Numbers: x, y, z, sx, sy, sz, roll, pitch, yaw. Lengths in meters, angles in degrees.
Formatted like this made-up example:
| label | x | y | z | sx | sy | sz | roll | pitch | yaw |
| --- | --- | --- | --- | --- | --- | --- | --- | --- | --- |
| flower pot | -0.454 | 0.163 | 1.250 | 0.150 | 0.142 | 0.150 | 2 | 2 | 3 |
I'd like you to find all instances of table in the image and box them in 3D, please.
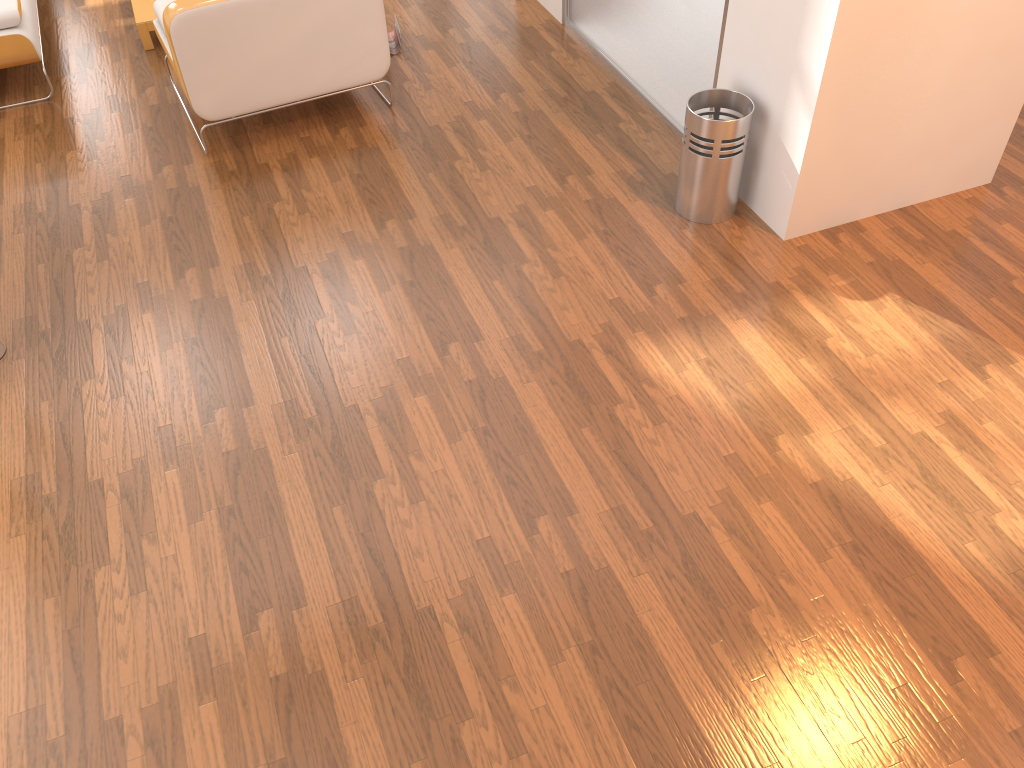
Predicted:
| label | x | y | z | sx | sy | sz | roll | pitch | yaw |
| --- | --- | --- | --- | --- | --- | --- | --- | --- | --- |
| table | -1.693 | -2.314 | 5.163 | 1.000 | 0.150 | 1.000 | -17 | 47 | -14 |

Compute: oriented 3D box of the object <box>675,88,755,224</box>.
| label | x | y | z | sx | sy | sz | roll | pitch | yaw |
| --- | --- | --- | --- | --- | --- | --- | --- | --- | --- |
| object | 0.782 | -0.883 | 3.458 | 0.248 | 0.450 | 0.248 | 15 | 48 | 16 |

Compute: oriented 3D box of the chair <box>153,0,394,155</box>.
| label | x | y | z | sx | sy | sz | roll | pitch | yaw |
| --- | --- | --- | --- | --- | --- | --- | --- | --- | --- |
| chair | -1.144 | -1.648 | 4.132 | 0.923 | 0.661 | 0.825 | -21 | 48 | -17 |

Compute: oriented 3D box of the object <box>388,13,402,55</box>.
| label | x | y | z | sx | sy | sz | roll | pitch | yaw |
| --- | --- | --- | --- | --- | --- | --- | --- | --- | --- |
| object | -0.697 | -1.887 | 4.662 | 0.189 | 0.217 | 0.281 | -10 | 46 | -7 |

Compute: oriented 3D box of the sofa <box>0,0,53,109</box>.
| label | x | y | z | sx | sy | sz | roll | pitch | yaw |
| --- | --- | --- | --- | --- | --- | --- | --- | --- | --- |
| sofa | -3.044 | -2.184 | 4.735 | 0.825 | 0.661 | 2.010 | -18 | 48 | -15 |

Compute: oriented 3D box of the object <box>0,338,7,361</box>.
| label | x | y | z | sx | sy | sz | roll | pitch | yaw |
| --- | --- | --- | --- | --- | --- | --- | --- | --- | --- |
| object | -1.835 | -0.326 | 2.554 | 0.284 | 1.112 | 0.655 | -1 | 46 | 1 |
